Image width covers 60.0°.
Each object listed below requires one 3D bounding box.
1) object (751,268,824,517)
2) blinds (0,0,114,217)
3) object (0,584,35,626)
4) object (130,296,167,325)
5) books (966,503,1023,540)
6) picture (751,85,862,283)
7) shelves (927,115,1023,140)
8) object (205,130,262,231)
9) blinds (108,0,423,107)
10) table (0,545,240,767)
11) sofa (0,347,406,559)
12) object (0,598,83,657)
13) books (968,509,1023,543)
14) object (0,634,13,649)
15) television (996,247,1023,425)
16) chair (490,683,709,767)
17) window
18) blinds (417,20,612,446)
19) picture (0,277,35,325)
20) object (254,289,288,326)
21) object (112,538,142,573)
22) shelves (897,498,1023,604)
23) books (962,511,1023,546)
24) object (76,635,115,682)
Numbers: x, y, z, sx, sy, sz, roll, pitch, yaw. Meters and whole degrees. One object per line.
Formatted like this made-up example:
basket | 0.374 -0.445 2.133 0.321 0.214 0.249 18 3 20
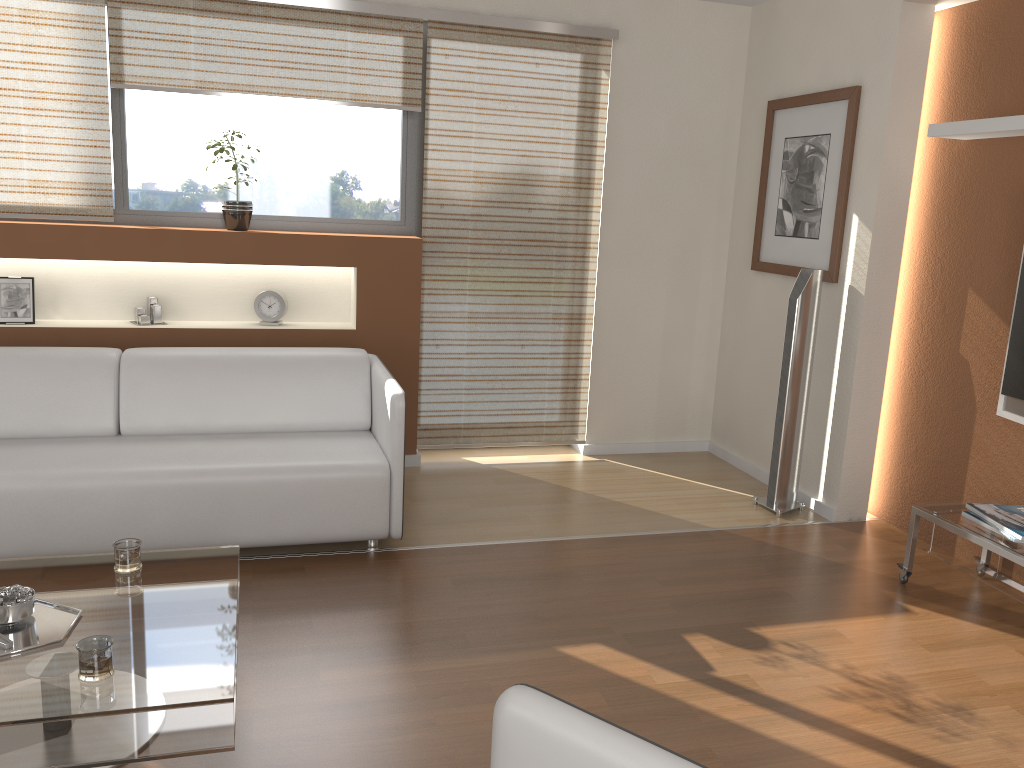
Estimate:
object | 1.345 0.039 4.219 0.215 1.165 0.228 -2 12 -21
blinds | -2.535 -1.277 3.863 1.432 1.044 0.001 -1 12 -16
object | -1.274 0.559 2.247 0.117 0.079 0.118 1 12 -9
object | -1.789 -0.364 4.363 0.141 0.131 0.141 -6 15 -38
books | 1.824 0.491 3.169 0.228 0.017 0.326 2 12 -5
picture | 1.435 -0.979 4.406 0.025 0.884 0.734 -1 12 -16
shelves | 2.177 -0.782 2.470 0.200 0.050 2.612 -1 12 -16
object | -1.346 -0.985 4.302 0.268 0.477 0.342 -3 13 -26
blinds | -1.134 -1.586 4.207 1.432 0.441 0.001 -1 12 -16
table | -1.177 0.752 2.283 0.900 0.300 0.900 -1 12 -16
sofa | -1.612 0.233 3.589 2.238 0.661 0.919 -1 12 -16
object | -1.237 0.606 2.207 0.273 0.011 0.315 1 12 -9
books | 1.824 0.503 3.172 0.228 0.017 0.326 3 12 1
object | -1.261 0.604 2.141 0.147 0.035 0.051 8 13 24
television | 2.177 -0.134 2.659 0.097 0.900 1.594 -1 12 -16
chair | 0.095 0.885 0.921 0.919 0.706 0.767 12 15 38
window | -1.914 -1.333 4.324 2.817 0.986 0.010 -1 12 -16
blinds | 0.003 -0.738 4.726 0.980 2.200 0.001 -1 12 -16
picture | -2.332 -0.395 4.171 0.159 0.216 0.133 -2 12 -21
object | -1.228 -0.391 4.519 0.160 0.176 0.096 3 12 -2
object | -1.121 0.500 2.588 0.079 0.077 0.079 -3 13 -27
shelves | 1.940 0.776 2.820 0.444 0.340 1.617 -1 12 -16
books | 1.823 0.515 3.174 0.228 0.017 0.326 0 12 -13
object | -0.947 0.625 2.019 0.079 0.077 0.079 -3 13 -27
